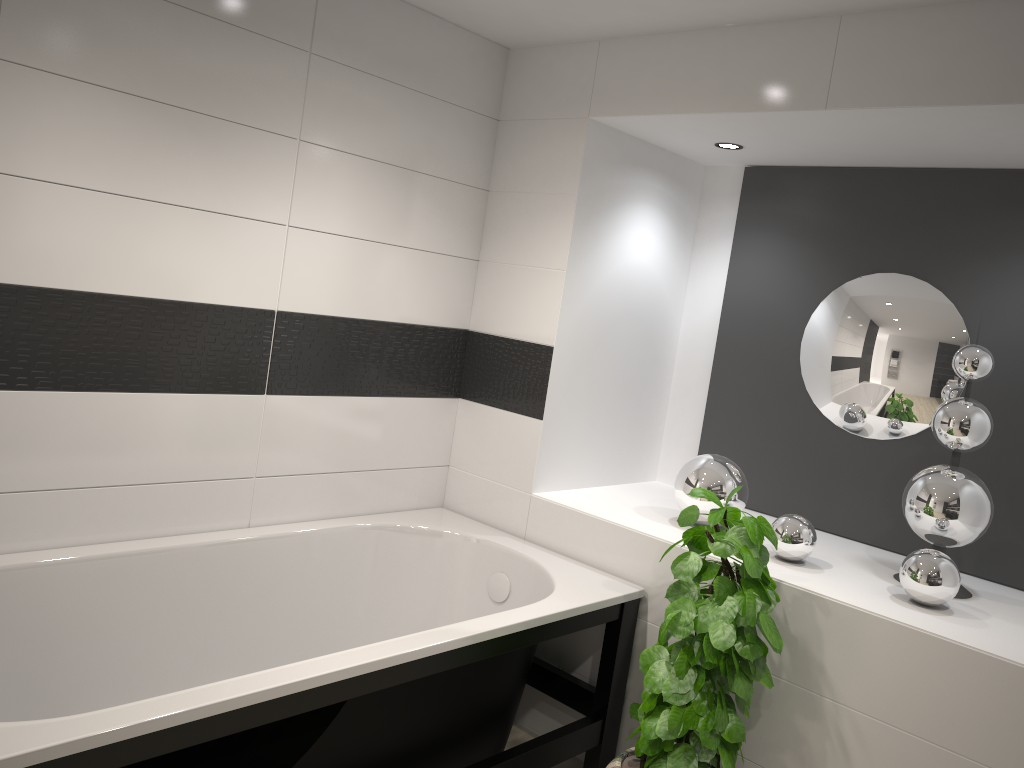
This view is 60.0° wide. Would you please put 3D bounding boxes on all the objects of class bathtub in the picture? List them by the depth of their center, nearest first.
[{"bbox_3d":[-0.698,0.895,2.487,1.012,0.675,2.177,13,7,42],"label":"bathtub"}]

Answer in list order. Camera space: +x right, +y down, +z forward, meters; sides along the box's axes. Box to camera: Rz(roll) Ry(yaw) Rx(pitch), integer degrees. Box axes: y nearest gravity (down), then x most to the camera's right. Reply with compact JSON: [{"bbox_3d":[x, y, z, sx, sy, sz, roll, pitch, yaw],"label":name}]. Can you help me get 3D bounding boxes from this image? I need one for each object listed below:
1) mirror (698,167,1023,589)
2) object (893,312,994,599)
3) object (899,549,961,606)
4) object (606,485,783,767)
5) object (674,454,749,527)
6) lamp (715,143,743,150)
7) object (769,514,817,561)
[{"bbox_3d":[1.353,-0.104,3.271,1.365,1.379,0.078,13,6,42],"label":"mirror"},{"bbox_3d":[1.412,0.204,2.809,0.260,0.895,0.261,6,5,-35],"label":"object"},{"bbox_3d":[1.227,0.568,2.604,0.162,0.163,0.163,5,6,-35],"label":"object"},{"bbox_3d":[0.520,0.838,2.542,0.438,1.129,0.420,8,4,-7],"label":"object"},{"bbox_3d":[0.716,0.383,3.190,0.260,0.261,0.261,5,6,-35],"label":"object"},{"bbox_3d":[0.818,-0.897,3.345,0.106,0.004,0.105,11,6,27],"label":"lamp"},{"bbox_3d":[0.912,0.499,2.882,0.150,0.150,0.151,5,6,-35],"label":"object"}]
